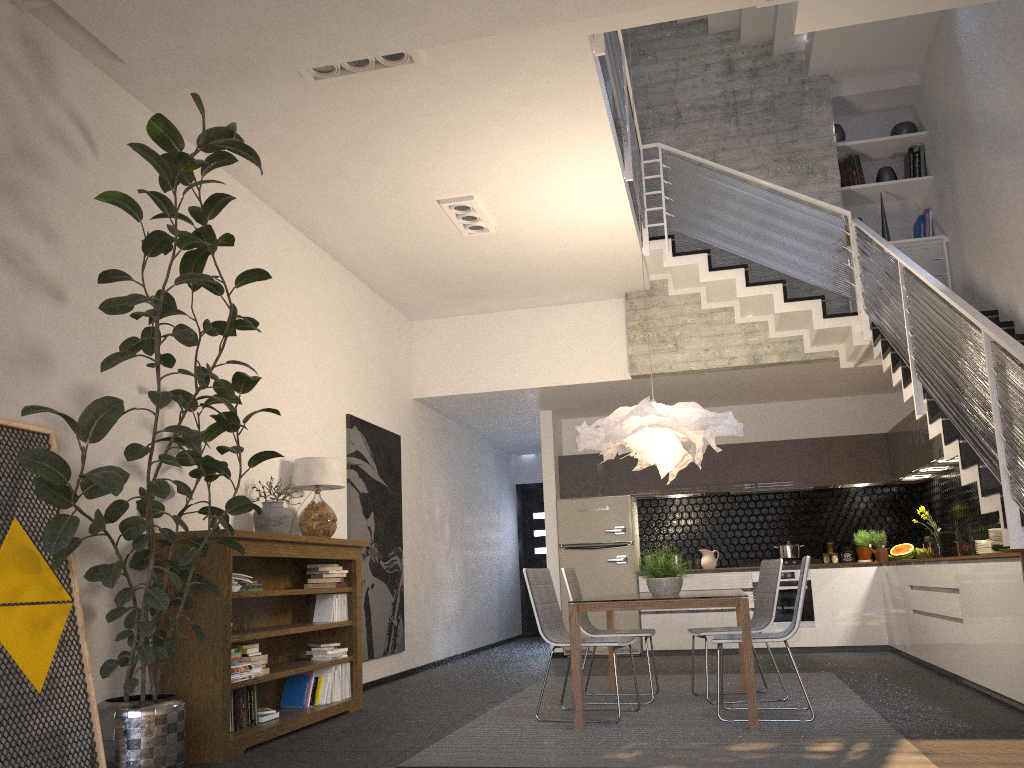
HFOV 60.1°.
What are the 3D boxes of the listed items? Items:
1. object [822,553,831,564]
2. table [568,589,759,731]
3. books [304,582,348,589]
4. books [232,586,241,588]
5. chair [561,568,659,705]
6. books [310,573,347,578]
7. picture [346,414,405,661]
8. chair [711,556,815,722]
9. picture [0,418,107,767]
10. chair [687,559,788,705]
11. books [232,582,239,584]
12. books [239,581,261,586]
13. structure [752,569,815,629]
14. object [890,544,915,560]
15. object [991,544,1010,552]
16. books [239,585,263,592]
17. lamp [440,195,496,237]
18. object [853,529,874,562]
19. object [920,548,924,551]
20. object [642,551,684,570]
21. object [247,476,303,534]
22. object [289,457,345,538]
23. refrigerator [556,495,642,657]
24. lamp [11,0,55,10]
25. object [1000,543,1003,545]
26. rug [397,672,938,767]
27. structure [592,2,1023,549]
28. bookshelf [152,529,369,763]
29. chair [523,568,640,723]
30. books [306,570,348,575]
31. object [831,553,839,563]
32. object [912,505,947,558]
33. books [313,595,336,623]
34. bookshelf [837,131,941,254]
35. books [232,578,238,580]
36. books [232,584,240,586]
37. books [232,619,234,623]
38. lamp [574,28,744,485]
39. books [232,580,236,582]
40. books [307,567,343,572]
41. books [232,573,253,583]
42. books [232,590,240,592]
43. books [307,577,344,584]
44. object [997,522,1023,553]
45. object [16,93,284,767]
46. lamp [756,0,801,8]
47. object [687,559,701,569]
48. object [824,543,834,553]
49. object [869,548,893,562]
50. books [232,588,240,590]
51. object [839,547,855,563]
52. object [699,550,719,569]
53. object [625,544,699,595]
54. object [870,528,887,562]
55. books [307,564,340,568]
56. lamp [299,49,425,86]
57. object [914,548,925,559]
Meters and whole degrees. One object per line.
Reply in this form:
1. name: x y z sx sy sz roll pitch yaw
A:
1. object: 3.427 1.904 9.649 0.083 0.112 0.083 -5 -11 12
2. table: 1.022 1.730 5.750 0.998 0.707 1.816 -5 -12 12
3. books: -1.295 1.406 6.177 0.230 0.034 0.289 -3 -13 5
4. books: -1.651 1.136 4.939 0.253 0.011 0.321 2 -13 -20
5. chair: 0.687 1.740 6.195 0.602 0.911 0.479 -5 -10 13
6. books: -1.297 1.353 6.251 0.179 0.029 0.227 6 -15 -34
7. picture: -1.189 1.365 7.806 0.033 2.009 1.243 -4 -11 12
8. chair: 1.499 1.498 5.256 0.602 0.911 0.479 -5 -11 15
9. picture: -2.034 0.820 3.099 0.387 1.590 1.511 -4 -11 12
10. chair: 1.530 1.664 6.007 0.601 0.911 0.479 -2 -10 -2
11. books: -1.651 1.109 4.914 0.252 0.011 0.321 1 -13 -15
12. books: -1.583 1.154 5.112 0.166 0.023 0.229 -6 -13 16
13. structure: 2.870 2.284 9.430 0.588 0.583 0.589 -5 -11 12
14. object: 4.073 1.754 9.239 0.237 0.173 0.218 -12 -15 41
15. object: 3.137 1.029 5.572 0.239 0.048 0.062 -1 -11 -6
16. books: -1.585 1.184 5.117 0.180 0.033 0.245 -6 -13 15
17. lamp: -0.321 -1.259 6.609 0.253 0.065 0.651 -5 -13 12
18. object: 3.802 1.739 9.532 0.245 0.351 0.236 -5 -11 16
19. object: 4.348 1.805 9.397 0.133 0.118 0.205 -9 -14 32
20. object: 1.707 1.999 10.007 0.482 0.219 0.174 -4 -11 9
21. object: -1.539 0.785 5.674 0.385 0.408 0.278 -1 -11 -9
22. object: -1.379 0.826 6.279 0.389 0.577 0.393 1 -11 -18
23. refrigerator: 0.992 2.137 9.853 0.830 1.695 0.776 -5 -10 12
24. lamp: -2.191 -1.823 3.725 0.253 0.065 0.651 -5 -13 12
25. object: 3.145 0.982 5.571 0.079 0.076 0.155 8 -15 -41
26. rug: 1.028 2.072 5.677 2.373 0.006 3.719 -5 -13 12
27. structure: 1.551 -1.819 7.216 4.238 8.231 8.535 -5 -11 12
28. bookshelf: -1.456 1.540 5.475 0.451 1.161 1.936 -5 -12 12
29. chair: 0.429 1.598 5.508 0.603 0.911 0.478 -7 -11 22
30. books: -1.306 1.330 6.254 0.245 0.019 0.175 -12 -16 37
31. object: 3.512 1.895 9.626 0.083 0.112 0.083 -7 -11 22
32. object: 4.181 1.474 8.813 0.258 0.537 0.429 -10 -13 36
33. books: -1.288 1.543 6.079 0.135 0.180 0.078 -5 -10 13
34. bookshelf: 3.492 -1.746 8.536 0.974 1.096 0.446 -5 -10 13
35. books: -1.666 1.084 4.894 0.252 0.011 0.322 0 -13 -10
36. books: -1.652 1.116 4.897 0.252 0.011 0.322 -1 -13 -6
37. books: -1.654 1.303 4.843 0.163 0.022 0.233 -5 -13 13
38. lamp: 0.875 -1.877 6.340 1.120 5.164 1.069 -7 -11 23
39. books: -1.662 1.096 4.900 0.252 0.011 0.321 1 -13 -15
40. books: -1.322 1.306 6.242 0.175 0.023 0.245 5 -15 -31
41. books: -1.657 1.088 4.975 0.274 0.108 0.324 9 -16 -41
42. books: -1.641 1.151 4.908 0.252 0.011 0.321 1 -13 -14
43. books: 0.608 -1.639 8.215 5.406 6.647 0.363 6 -12 -36
44. object: 3.211 0.851 5.577 0.352 0.422 0.355 -4 -11 6
45. object: -1.570 0.238 4.204 0.907 3.170 2.031 -1 -11 -9
46. lamp: 1.460 -1.894 4.074 0.645 0.065 0.255 -5 -13 12
47. object: 2.045 2.030 9.962 0.160 0.109 0.078 -6 -11 17
48. object: 3.453 1.789 9.648 0.083 0.112 0.083 -1 -11 -7
49. object: 3.908 1.806 9.360 0.125 0.139 0.211 8 -15 -42
50. books: -1.646 1.142 4.920 0.252 0.011 0.321 2 -13 -17
51. object: 3.629 1.854 9.599 0.141 0.172 0.142 -5 -11 12
52. object: 2.207 1.958 9.899 0.190 0.213 0.172 -8 -12 26
53. object: 0.984 1.218 5.828 0.531 0.364 0.674 -4 -12 8
54. object: 3.935 1.710 9.485 0.184 0.376 0.170 6 -13 -39
55. books: -1.330 1.284 6.247 0.205 0.022 0.156 -2 -12 -2
56. lamp: -0.799 -1.690 4.578 0.645 0.065 0.255 -5 -13 12
57. object: 4.292 1.767 9.232 0.225 0.126 0.149 7 -14 -36
